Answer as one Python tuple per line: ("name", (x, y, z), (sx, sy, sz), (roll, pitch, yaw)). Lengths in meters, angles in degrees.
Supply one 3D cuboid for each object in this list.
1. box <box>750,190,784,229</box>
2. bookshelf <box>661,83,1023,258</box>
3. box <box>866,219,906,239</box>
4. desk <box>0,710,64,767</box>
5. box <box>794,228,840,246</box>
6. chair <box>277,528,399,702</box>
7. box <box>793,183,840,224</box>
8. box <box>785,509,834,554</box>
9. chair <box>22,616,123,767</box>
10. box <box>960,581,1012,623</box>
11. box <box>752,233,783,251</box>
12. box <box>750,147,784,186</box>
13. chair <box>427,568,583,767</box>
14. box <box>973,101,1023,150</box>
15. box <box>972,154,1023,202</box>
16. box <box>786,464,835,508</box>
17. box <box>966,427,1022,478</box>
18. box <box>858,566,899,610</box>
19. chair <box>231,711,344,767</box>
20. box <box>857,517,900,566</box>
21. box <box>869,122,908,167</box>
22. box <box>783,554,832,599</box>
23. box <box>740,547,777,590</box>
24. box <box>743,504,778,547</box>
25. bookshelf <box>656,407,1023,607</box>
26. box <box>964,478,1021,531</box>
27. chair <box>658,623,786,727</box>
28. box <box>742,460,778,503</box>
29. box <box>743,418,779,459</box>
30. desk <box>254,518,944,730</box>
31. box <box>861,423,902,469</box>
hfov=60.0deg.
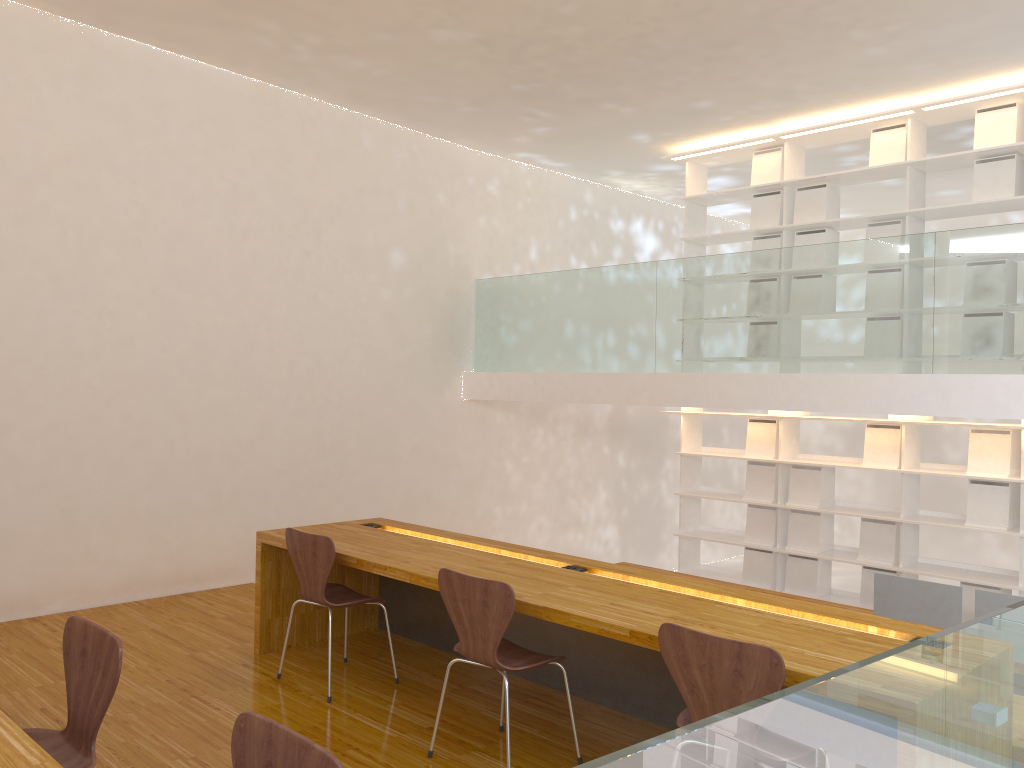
("box", (1.998, -1.317, 6.831), (0.245, 0.296, 0.274), (1, 0, 45))
("bookshelf", (2.419, -0.966, 6.305), (2.984, 1.836, 0.498), (1, 0, 45))
("box", (2.627, -0.977, 6.195), (0.245, 0.296, 0.274), (1, 0, 45))
("desk", (-1.690, 1.026, 1.992), (3.185, 0.606, 0.760), (1, 0, 45))
("box", (2.247, -0.984, 6.575), (0.245, 0.296, 0.274), (1, 0, 45))
("chair", (-0.784, 0.998, 4.021), (0.428, 0.693, 0.381), (1, 0, 45))
("box", (2.253, -1.312, 6.575), (0.245, 0.296, 0.274), (1, 0, 45))
("box", (2.207, 1.077, 6.571), (0.245, 0.296, 0.274), (1, 0, 45))
("chair", (-1.231, 0.987, 2.224), (0.428, 0.693, 0.381), (1, 0, 45))
("box", (3.048, 1.420, 5.724), (0.245, 0.296, 0.274), (1, 0, 45))
("box", (1.998, -0.988, 6.824), (0.245, 0.296, 0.274), (1, 0, 45))
("box", (2.004, -1.645, 6.832), (0.245, 0.296, 0.274), (1, 0, 45))
("chair", (-0.020, 1.012, 3.203), (0.428, 0.693, 0.381), (1, 0, 45))
("box", (3.135, -1.625, 5.701), (0.245, 0.296, 0.274), (1, 0, 45))
("box", (3.128, -1.297, 5.701), (0.245, 0.296, 0.274), (1, 0, 45))
("box", (2.214, 0.749, 6.572), (0.245, 0.296, 0.274), (1, 0, 45))
("box", (3.095, 0.436, 5.697), (0.245, 0.296, 0.274), (1, 0, 45))
("box", (2.591, 1.412, 6.181), (0.245, 0.296, 0.274), (1, 0, 45))
("chair", (-0.544, 0.999, 1.537), (0.428, 0.693, 0.381), (1, 0, 45))
("box", (2.588, 1.083, 6.191), (0.245, 0.296, 0.274), (1, 0, 45))
("box", (2.654, -1.635, 6.179), (0.245, 0.296, 0.274), (1, 0, 45))
("box", (2.191, 1.405, 6.580), (0.245, 0.296, 0.274), (1, 0, 45))
("box", (1.938, 1.401, 6.834), (0.245, 0.296, 0.274), (1, 0, 45))
("box", (1.958, 1.072, 6.820), (0.245, 0.296, 0.274), (1, 0, 45))
("bookshelf", (2.379, 1.094, 6.302), (2.984, 1.836, 0.498), (1, 0, 45))
("box", (3.088, 0.763, 5.698), (0.245, 0.296, 0.274), (1, 0, 45))
("chair", (0.667, 1.024, 2.516), (0.428, 0.693, 0.381), (1, 0, 45))
("box", (1.958, 0.743, 6.828), (0.245, 0.296, 0.274), (1, 0, 45))
("box", (1.964, 0.416, 6.828), (0.245, 0.296, 0.274), (1, 0, 45))
("desk", (0.313, 1.223, 3.730), (3.236, 0.918, 1.285), (1, 0, 45))
("box", (2.614, 0.426, 6.175), (0.245, 0.296, 0.274), (1, 0, 45))
